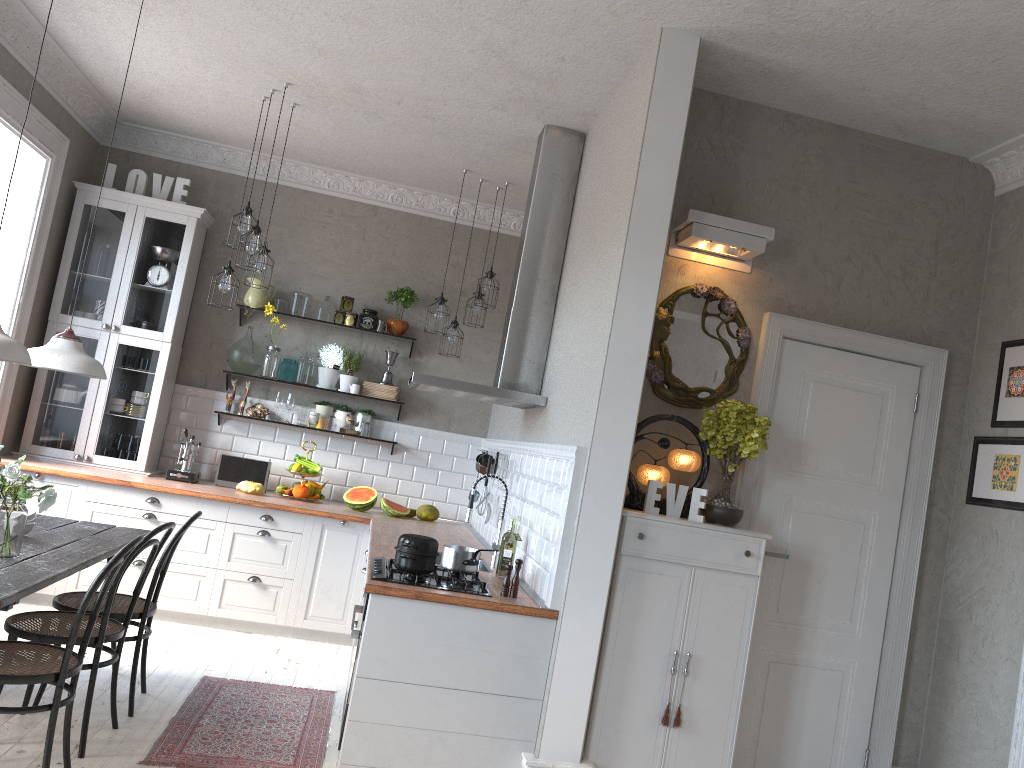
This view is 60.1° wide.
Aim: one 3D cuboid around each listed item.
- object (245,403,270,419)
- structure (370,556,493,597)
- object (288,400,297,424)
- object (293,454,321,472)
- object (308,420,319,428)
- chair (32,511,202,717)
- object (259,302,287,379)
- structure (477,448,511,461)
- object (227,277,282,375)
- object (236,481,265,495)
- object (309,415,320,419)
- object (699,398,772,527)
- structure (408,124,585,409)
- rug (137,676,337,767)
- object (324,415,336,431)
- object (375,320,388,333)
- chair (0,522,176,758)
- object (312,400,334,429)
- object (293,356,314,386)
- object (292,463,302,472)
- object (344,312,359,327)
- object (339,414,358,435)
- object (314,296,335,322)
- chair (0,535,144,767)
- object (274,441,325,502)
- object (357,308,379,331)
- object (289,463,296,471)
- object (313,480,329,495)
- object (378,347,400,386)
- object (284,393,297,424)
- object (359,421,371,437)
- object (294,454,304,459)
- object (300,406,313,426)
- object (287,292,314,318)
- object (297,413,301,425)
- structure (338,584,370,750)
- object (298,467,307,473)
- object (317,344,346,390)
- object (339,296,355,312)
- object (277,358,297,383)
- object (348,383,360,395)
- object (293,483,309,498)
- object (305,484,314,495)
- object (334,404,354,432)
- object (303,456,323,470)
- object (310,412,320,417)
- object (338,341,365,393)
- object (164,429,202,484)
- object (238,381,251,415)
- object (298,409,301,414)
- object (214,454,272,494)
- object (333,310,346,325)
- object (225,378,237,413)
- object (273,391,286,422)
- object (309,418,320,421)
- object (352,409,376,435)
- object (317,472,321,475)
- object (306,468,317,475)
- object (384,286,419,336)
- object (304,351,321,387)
[{"bbox_3d":[-1.865,0.193,6.486,0.180,0.111,0.094,13,-5,-32],"label":"object"},{"bbox_3d":[-0.362,0.819,3.844,0.500,0.031,0.601,11,-4,-9],"label":"structure"},{"bbox_3d":[-1.644,0.183,6.566,0.083,0.217,0.080,12,-5,-23],"label":"object"},{"bbox_3d":[-1.463,0.566,6.349,0.211,0.101,0.067,10,-5,-4],"label":"object"},{"bbox_3d":[-1.458,0.294,6.494,0.078,0.051,0.076,11,-5,-16],"label":"object"},{"bbox_3d":[-1.816,1.008,4.100,0.554,0.921,0.434,11,-5,-12],"label":"chair"},{"bbox_3d":[-1.753,-0.313,6.447,0.194,0.540,0.277,12,-5,-17],"label":"object"},{"bbox_3d":[-0.129,0.454,5.835,0.095,0.053,1.077,11,-4,-8],"label":"structure"},{"bbox_3d":[-1.917,-0.410,6.465,0.341,0.675,0.331,14,-6,-40],"label":"object"},{"bbox_3d":[-1.806,0.718,6.134,0.198,0.083,0.188,11,-4,-9],"label":"object"},{"bbox_3d":[-1.452,0.260,6.497,0.077,0.051,0.077,9,-5,10],"label":"object"},{"bbox_3d":[0.971,0.346,3.905,0.292,0.554,0.345,8,-5,25],"label":"object"},{"bbox_3d":[-0.082,-0.711,5.031,0.718,1.596,0.706,11,-5,-9],"label":"structure"},{"bbox_3d":[-1.198,1.577,4.137,0.741,0.014,1.279,11,-4,-8],"label":"rug"},{"bbox_3d":[-1.349,0.290,6.570,0.078,0.108,0.077,11,-5,-16],"label":"object"},{"bbox_3d":[-0.971,-0.427,6.638,0.094,0.096,0.074,11,-5,-9],"label":"object"},{"bbox_3d":[-1.763,0.980,3.622,0.550,0.921,0.437,10,-5,-2],"label":"chair"},{"bbox_3d":[-1.427,0.225,6.631,0.159,0.217,0.153,13,-5,-29],"label":"object"},{"bbox_3d":[-1.532,-0.096,6.533,0.124,0.206,0.126,9,-5,14],"label":"object"},{"bbox_3d":[-1.526,0.594,6.291,0.059,0.069,0.079,9,-5,11],"label":"object"},{"bbox_3d":[-1.206,-0.476,6.645,0.083,0.113,0.083,10,-5,1],"label":"object"},{"bbox_3d":[-1.198,0.301,6.591,0.121,0.147,0.098,14,-6,-41],"label":"object"},{"bbox_3d":[-1.414,-0.560,6.716,0.137,0.220,0.143,6,-6,40],"label":"object"},{"bbox_3d":[-1.680,0.954,3.099,0.554,0.921,0.434,11,-5,-12],"label":"chair"},{"bbox_3d":[-1.491,0.619,6.367,0.357,0.426,0.346,12,-5,-24],"label":"object"},{"bbox_3d":[-1.088,-0.480,6.718,0.143,0.174,0.141,11,-5,-9],"label":"object"},{"bbox_3d":[-1.554,0.611,6.361,0.097,0.078,0.099,12,-5,-22],"label":"object"},{"bbox_3d":[-1.390,0.747,6.396,0.060,0.120,0.127,9,-5,15],"label":"object"},{"bbox_3d":[-0.929,-0.129,6.712,0.133,0.288,0.128,12,-5,-24],"label":"object"},{"bbox_3d":[-1.628,0.179,6.478,0.083,0.217,0.080,12,-5,-23],"label":"object"},{"bbox_3d":[-1.092,0.336,6.591,0.078,0.108,0.077,11,-5,-16],"label":"object"},{"bbox_3d":[-1.525,0.533,6.343,0.074,0.058,0.050,13,-5,-32],"label":"object"},{"bbox_3d":[-1.523,0.241,6.528,0.080,0.139,0.077,14,-6,-36],"label":"object"},{"bbox_3d":[-1.578,-0.581,6.590,0.169,0.185,0.175,7,-5,30],"label":"object"},{"bbox_3d":[-1.569,0.266,6.594,0.077,0.083,0.078,9,-5,9],"label":"object"},{"bbox_3d":[-0.399,1.181,3.813,0.622,0.623,0.617,11,-5,-9],"label":"structure"},{"bbox_3d":[-1.492,0.625,6.311,0.064,0.061,0.066,11,-5,-9],"label":"object"},{"bbox_3d":[-1.350,-0.131,6.660,0.243,0.354,0.235,9,-5,9],"label":"object"},{"bbox_3d":[-1.237,-0.596,6.636,0.084,0.113,0.081,13,-5,-29],"label":"object"},{"bbox_3d":[-1.669,-0.098,6.597,0.126,0.172,0.125,11,-5,-6],"label":"object"},{"bbox_3d":[-1.164,0.038,6.570,0.104,0.071,0.063,8,-5,21],"label":"object"},{"bbox_3d":[-1.485,0.751,6.236,0.115,0.111,0.109,14,-6,-41],"label":"object"},{"bbox_3d":[-1.456,0.751,6.317,0.088,0.078,0.088,9,-5,17],"label":"object"},{"bbox_3d":[-1.277,0.258,6.666,0.171,0.214,0.149,8,-5,21],"label":"object"},{"bbox_3d":[-1.448,0.584,6.420,0.179,0.096,0.089,9,-5,10],"label":"object"},{"bbox_3d":[-1.448,0.235,6.499,0.078,0.051,0.076,12,-5,-23],"label":"object"},{"bbox_3d":[-1.211,-0.121,6.633,0.166,0.380,0.188,6,-6,42],"label":"object"},{"bbox_3d":[-2.272,0.494,6.174,0.207,0.370,0.350,11,-5,-8],"label":"object"},{"bbox_3d":[-1.956,0.102,6.499,0.052,0.264,0.062,8,-5,27],"label":"object"},{"bbox_3d":[-1.563,0.233,6.597,0.077,0.083,0.078,9,-5,9],"label":"object"},{"bbox_3d":[-1.918,0.640,6.321,0.354,0.226,0.087,11,-5,-10],"label":"object"},{"bbox_3d":[-1.291,-0.492,6.633,0.083,0.113,0.082,11,-5,-9],"label":"object"},{"bbox_3d":[-2.061,0.083,6.496,0.054,0.264,0.060,14,-6,-38],"label":"object"},{"bbox_3d":[-1.729,0.167,6.554,0.083,0.217,0.080,12,-5,-23],"label":"object"},{"bbox_3d":[-1.455,0.277,6.496,0.078,0.051,0.076,11,-5,-16],"label":"object"},{"bbox_3d":[-1.117,0.290,6.704,0.160,0.213,0.151,11,-5,-11],"label":"object"},{"bbox_3d":[-1.407,0.645,6.392,0.052,0.050,0.049,10,-5,0],"label":"object"},{"bbox_3d":[-1.443,0.638,6.355,0.077,0.062,0.098,13,-6,-36],"label":"object"},{"bbox_3d":[-0.834,-0.549,6.722,0.258,0.397,0.243,9,-5,15],"label":"object"},{"bbox_3d":[-1.527,-0.112,6.687,0.132,0.264,0.131,10,-5,-4],"label":"object"}]
